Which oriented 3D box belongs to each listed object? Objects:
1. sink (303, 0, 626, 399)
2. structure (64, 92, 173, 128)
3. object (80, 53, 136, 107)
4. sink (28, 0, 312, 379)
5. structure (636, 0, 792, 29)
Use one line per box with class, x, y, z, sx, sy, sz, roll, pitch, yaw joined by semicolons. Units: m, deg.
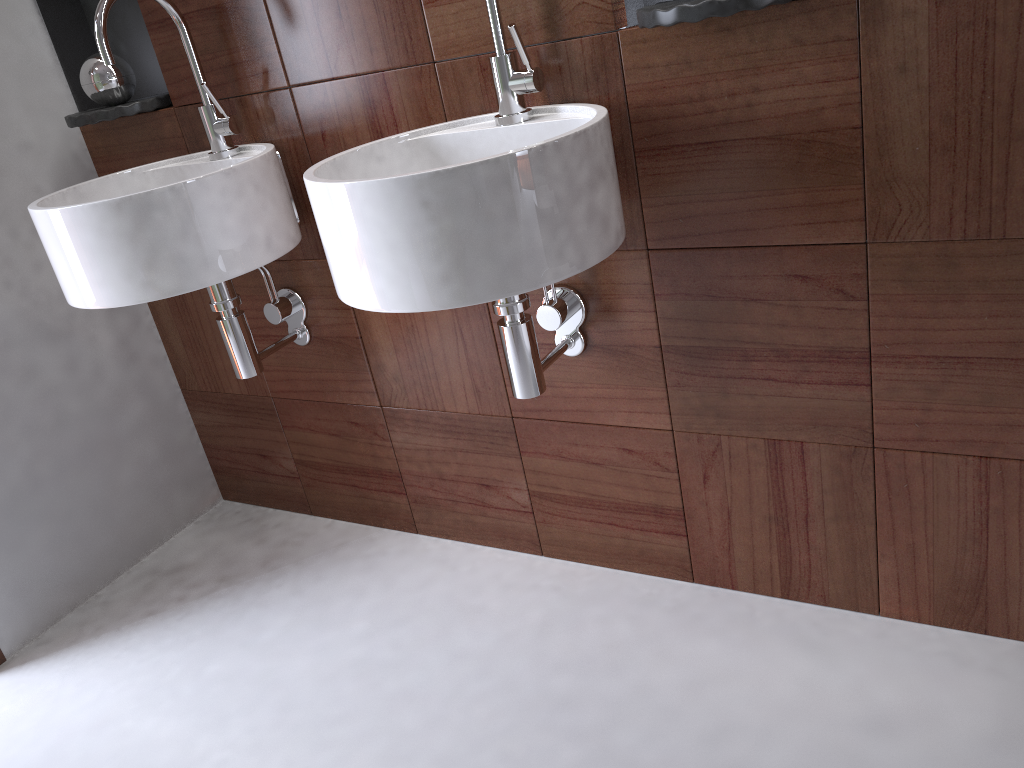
sink;-0.065;-0.277;1.217;0.415;0.715;0.417;3;28;32
structure;-0.791;-0.559;1.805;0.222;0.023;0.220;-14;24;-5
object;-0.276;-0.574;1.441;1.350;0.104;0.104;3;28;32
sink;-0.602;-0.310;1.549;0.415;0.715;0.417;3;28;32
structure;0.272;-0.494;1.146;0.220;0.023;0.222;-2;26;23
